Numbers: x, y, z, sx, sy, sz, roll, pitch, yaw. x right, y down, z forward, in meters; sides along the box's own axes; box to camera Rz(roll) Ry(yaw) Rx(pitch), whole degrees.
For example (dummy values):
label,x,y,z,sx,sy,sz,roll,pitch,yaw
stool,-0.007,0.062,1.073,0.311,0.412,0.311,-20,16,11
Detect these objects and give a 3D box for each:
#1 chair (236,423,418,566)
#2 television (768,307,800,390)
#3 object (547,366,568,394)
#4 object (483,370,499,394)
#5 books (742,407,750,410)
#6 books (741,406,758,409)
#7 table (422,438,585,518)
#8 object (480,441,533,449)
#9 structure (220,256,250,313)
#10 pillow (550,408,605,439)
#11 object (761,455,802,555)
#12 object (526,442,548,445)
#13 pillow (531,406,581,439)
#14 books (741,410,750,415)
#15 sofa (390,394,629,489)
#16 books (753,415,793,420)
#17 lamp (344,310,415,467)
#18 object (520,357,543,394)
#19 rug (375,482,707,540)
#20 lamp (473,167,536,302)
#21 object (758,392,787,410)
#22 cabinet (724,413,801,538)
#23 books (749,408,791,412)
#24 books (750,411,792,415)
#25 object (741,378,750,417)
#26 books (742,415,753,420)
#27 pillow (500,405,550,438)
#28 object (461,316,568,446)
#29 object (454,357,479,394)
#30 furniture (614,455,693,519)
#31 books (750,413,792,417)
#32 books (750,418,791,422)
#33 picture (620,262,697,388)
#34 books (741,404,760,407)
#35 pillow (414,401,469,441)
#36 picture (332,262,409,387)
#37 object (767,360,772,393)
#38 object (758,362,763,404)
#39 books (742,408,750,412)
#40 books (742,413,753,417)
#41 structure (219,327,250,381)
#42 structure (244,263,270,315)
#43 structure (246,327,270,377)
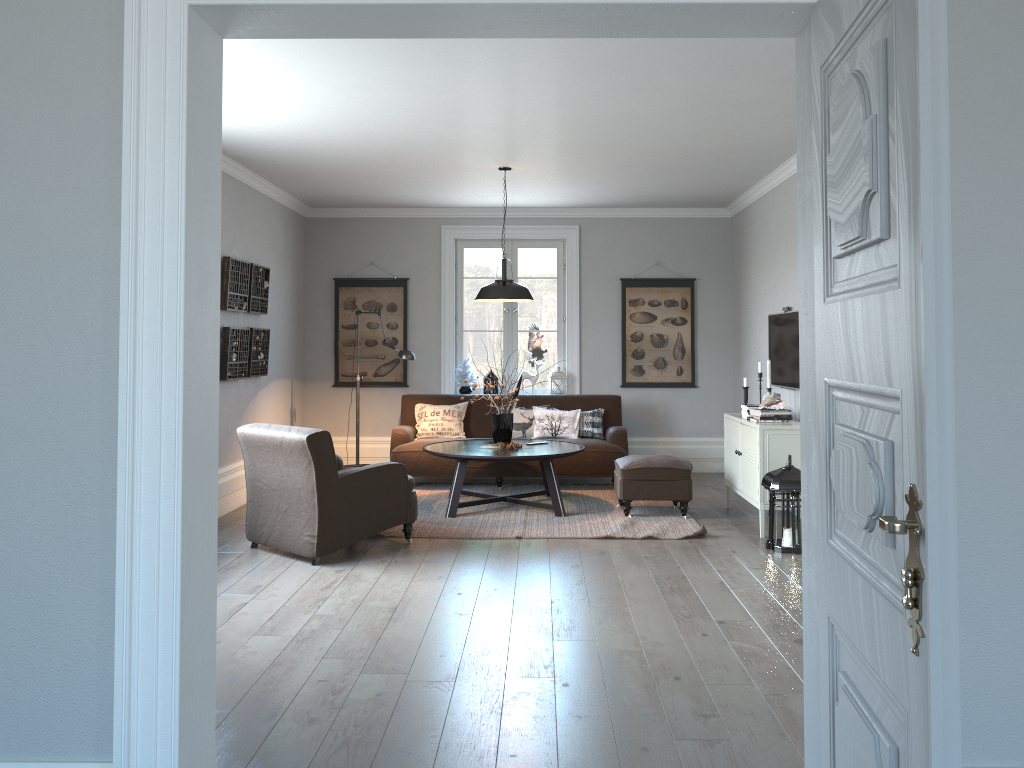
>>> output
label,x,y,z,sx,sy,sz,roll,pitch,yaw
chair,-1.290,1.061,5.828,0.816,0.795,0.958,0,0,42
television,2.047,0.208,7.030,0.041,0.656,1.062,0,-1,1
object,0.260,0.622,9.118,0.193,0.322,0.193,0,1,-5
object,-0.429,0.643,9.163,0.155,0.284,0.155,0,1,-9
books,1.715,0.645,6.586,0.265,0.010,0.196,0,-2,1
books,1.711,0.636,6.587,0.260,0.010,0.196,0,-2,0
table,-0.229,1.258,7.161,1.297,0.502,1.302,0,-1,-6
object,-0.214,0.979,7.060,0.406,0.067,0.152,-1,-1,19
structure,-2.370,-0.278,7.050,0.099,0.415,0.467,0,0,1
pillow,0.425,0.973,8.461,0.542,0.288,0.182,0,1,3
object,1.650,1.151,5.688,0.323,0.599,0.322,0,1,1
object,0.039,1.010,7.367,0.205,0.011,0.051,1,-2,-39
pillow,0.223,0.957,8.356,0.471,0.309,0.188,0,1,2
books,1.720,0.677,6.594,0.271,0.016,0.222,0,-2,1
sofa,-0.210,1.123,8.383,2.166,0.824,0.967,0,0,2
books,1.729,0.688,6.358,0.238,0.027,0.175,0,-2,-2
lamp,-1.699,0.726,8.452,1.884,1.644,0.787,0,1,39
object,-0.007,0.576,9.067,0.239,0.410,0.128,0,2,-2
rug,-0.200,1.454,7.203,2.820,0.090,2.397,0,-2,2
lamp,-0.222,-0.703,7.093,0.498,1.076,0.509,-1,2,-41
object,1.717,0.567,6.360,0.193,0.127,0.192,0,-1,-6
cabinet,1.719,1.099,6.576,0.408,0.756,1.151,0,-1,1
books,1.711,0.637,6.355,0.234,0.014,0.185,0,-2,-11
books,1.712,0.652,6.350,0.234,0.017,0.185,0,-2,-11
object,1.647,0.579,6.804,0.082,0.311,0.083,-1,2,-21
books,1.720,0.712,6.593,0.271,0.022,0.200,0,-2,3
pillow,-0.069,0.969,8.441,0.472,0.348,0.159,0,1,-1
object,-0.123,0.475,7.066,0.845,1.066,0.529,0,1,-28
object,-0.701,0.572,9.161,0.265,0.424,0.244,1,1,37
furniture,0.927,1.263,6.871,0.583,0.439,0.573,0,0,1
books,1.715,0.668,6.357,0.234,0.014,0.185,0,-2,-9
books,1.713,0.709,6.367,0.244,0.014,0.196,0,-2,1
picture,1.308,0.030,9.132,0.793,1.313,0.057,0,2,2
books,1.713,0.627,6.594,0.263,0.008,0.211,0,-2,3
pillow,-0.876,0.960,8.507,0.519,0.368,0.239,0,1,2
picture,-1.679,0.036,9.230,0.793,1.313,0.057,0,2,2
object,1.824,0.505,6.776,0.065,0.457,0.067,-1,2,-31
object,1.739,0.514,6.716,0.091,0.431,0.093,-1,2,-39
books,1.710,0.660,6.590,0.251,0.019,0.199,0,-2,3
books,1.711,0.693,6.585,0.253,0.016,0.200,0,-2,-1
structure,-2.356,0.264,7.075,0.086,0.415,0.467,0,0,1
structure,-2.341,-0.263,7.584,0.105,0.415,0.467,0,0,1
structure,-2.351,0.274,7.623,0.086,0.415,0.467,0,0,1
